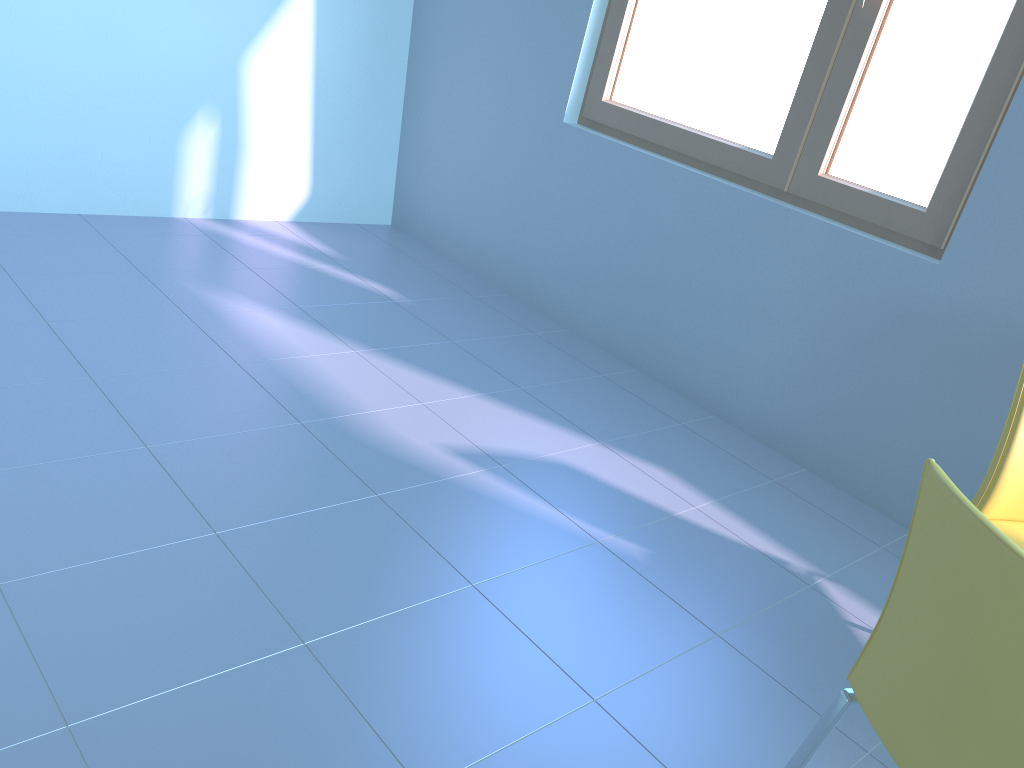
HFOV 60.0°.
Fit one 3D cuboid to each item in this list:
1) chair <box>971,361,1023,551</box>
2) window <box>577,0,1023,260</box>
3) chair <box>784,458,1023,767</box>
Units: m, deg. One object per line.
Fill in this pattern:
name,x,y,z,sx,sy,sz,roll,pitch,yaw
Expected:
chair,1.124,0.372,1.715,0.387,0.695,0.484,8,24,-15
window,0.866,-1.217,2.636,0.142,1.263,1.475,-9,32,-43
chair,0.679,0.505,1.150,0.484,0.695,0.387,8,24,-15
